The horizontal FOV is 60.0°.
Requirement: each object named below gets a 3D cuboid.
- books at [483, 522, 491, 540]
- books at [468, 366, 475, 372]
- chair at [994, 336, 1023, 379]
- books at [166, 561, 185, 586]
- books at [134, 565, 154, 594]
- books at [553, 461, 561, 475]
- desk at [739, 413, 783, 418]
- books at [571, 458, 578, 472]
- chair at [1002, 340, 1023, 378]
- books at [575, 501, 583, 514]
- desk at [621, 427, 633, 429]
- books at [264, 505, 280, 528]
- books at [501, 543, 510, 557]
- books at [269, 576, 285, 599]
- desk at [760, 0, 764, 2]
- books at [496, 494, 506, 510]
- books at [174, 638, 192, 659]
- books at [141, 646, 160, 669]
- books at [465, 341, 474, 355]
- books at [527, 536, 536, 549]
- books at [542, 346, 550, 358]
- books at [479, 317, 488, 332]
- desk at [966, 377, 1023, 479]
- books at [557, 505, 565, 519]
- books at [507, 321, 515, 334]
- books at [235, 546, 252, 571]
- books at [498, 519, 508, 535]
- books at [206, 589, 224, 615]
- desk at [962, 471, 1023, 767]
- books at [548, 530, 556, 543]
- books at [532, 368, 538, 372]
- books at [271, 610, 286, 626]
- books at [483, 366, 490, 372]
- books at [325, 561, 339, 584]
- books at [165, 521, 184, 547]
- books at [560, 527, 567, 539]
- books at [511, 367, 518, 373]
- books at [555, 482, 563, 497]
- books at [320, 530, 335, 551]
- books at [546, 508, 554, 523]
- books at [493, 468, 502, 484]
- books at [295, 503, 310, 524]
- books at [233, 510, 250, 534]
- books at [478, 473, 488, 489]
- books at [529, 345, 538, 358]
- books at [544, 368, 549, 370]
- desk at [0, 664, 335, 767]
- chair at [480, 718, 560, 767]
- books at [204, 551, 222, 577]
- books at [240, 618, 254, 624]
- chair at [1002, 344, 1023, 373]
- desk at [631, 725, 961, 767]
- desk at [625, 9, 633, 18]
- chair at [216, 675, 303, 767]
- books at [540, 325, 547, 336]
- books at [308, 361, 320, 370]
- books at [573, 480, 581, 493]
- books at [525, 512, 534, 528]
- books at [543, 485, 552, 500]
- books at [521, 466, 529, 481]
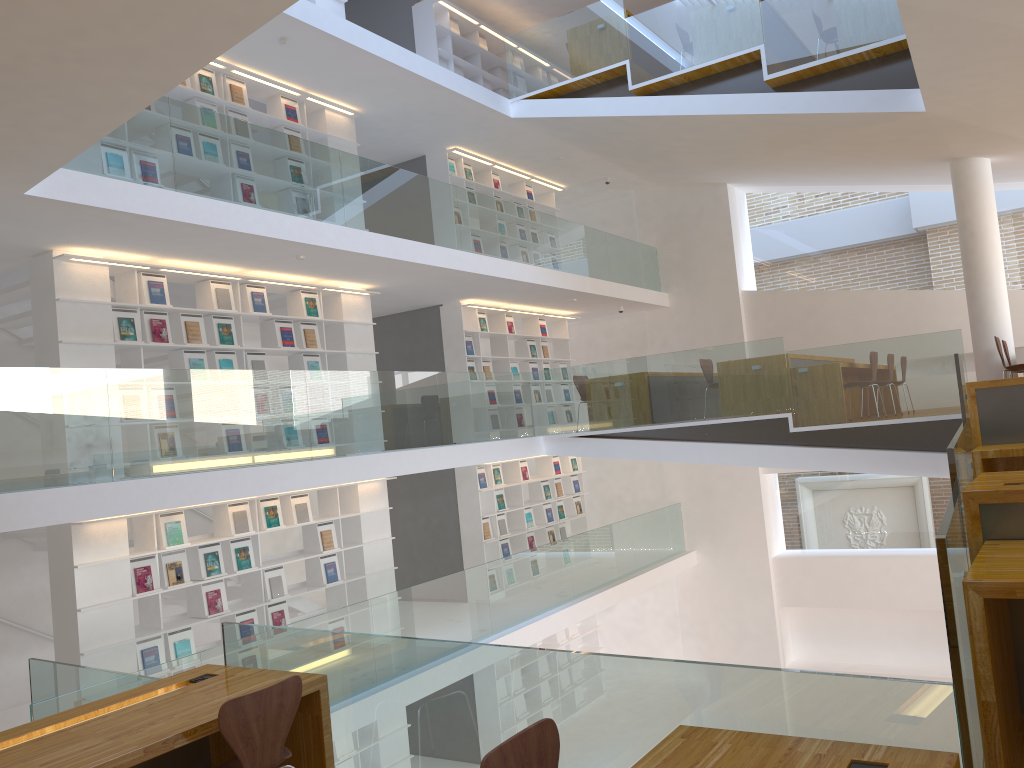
[{"bbox_3d":[-0.331,1.901,11.470,0.037,0.210,0.145,-8,-4,32],"label":"books"},{"bbox_3d":[-0.524,-0.126,11.583,0.037,0.210,0.145,-8,-4,32],"label":"books"},{"bbox_3d":[4.814,-0.128,8.373,0.381,0.693,0.428,-8,-4,32],"label":"chair"},{"bbox_3d":[-2.845,1.613,7.501,0.037,0.210,0.145,-8,-4,32],"label":"books"},{"bbox_3d":[-3.003,1.599,7.239,0.037,0.210,0.145,-8,-4,32],"label":"books"},{"bbox_3d":[0.673,1.256,13.172,0.037,0.210,0.145,-8,-4,32],"label":"books"},{"bbox_3d":[3.595,0.070,10.425,1.248,0.757,3.196,-8,-4,32],"label":"desk"},{"bbox_3d":[0.962,1.248,13.624,0.037,0.210,0.145,-8,-4,32],"label":"books"},{"bbox_3d":[5.337,-0.133,9.192,0.381,0.693,0.428,-8,-4,32],"label":"chair"},{"bbox_3d":[1.030,1.905,13.589,0.037,0.210,0.145,-8,-4,32],"label":"books"},{"bbox_3d":[2.055,0.199,11.413,0.760,0.606,3.194,-8,-4,32],"label":"desk"},{"bbox_3d":[-2.279,1.267,8.433,0.037,0.210,0.145,-8,-4,32],"label":"books"},{"bbox_3d":[-0.077,2.226,11.792,0.037,0.210,0.145,-8,-4,32],"label":"books"},{"bbox_3d":[-2.222,1.930,8.385,0.037,0.210,0.145,-8,-4,32],"label":"books"},{"bbox_3d":[3.116,-3.737,10.666,0.760,0.606,3.196,-8,-4,32],"label":"desk"},{"bbox_3d":[-0.145,1.580,11.821,0.037,0.210,0.145,-8,-4,32],"label":"books"},{"bbox_3d":[-2.764,2.263,7.468,0.037,0.210,0.145,-8,-4,32],"label":"books"},{"bbox_3d":[-2.931,2.253,7.210,0.037,0.210,0.145,-8,-4,32],"label":"books"},{"bbox_3d":[-0.553,-0.462,11.608,0.037,0.210,0.145,-8,-4,32],"label":"books"},{"bbox_3d":[0.277,2.227,12.352,0.037,0.210,0.145,-8,-4,32],"label":"books"},{"bbox_3d":[0.506,-0.470,13.268,0.037,0.210,0.145,-8,-4,32],"label":"books"},{"bbox_3d":[-0.386,-0.791,11.941,0.037,0.210,0.145,-8,-4,32],"label":"books"},{"bbox_3d":[4.417,0.319,4.992,3.216,1.022,1.248,-8,-4,32],"label":"desk"},{"bbox_3d":[0.730,1.903,13.121,0.037,0.210,0.145,-8,-4,32],"label":"books"},{"bbox_3d":[-0.014,-0.779,12.520,0.037,0.210,0.145,-8,-4,32],"label":"books"},{"bbox_3d":[-2.451,1.597,8.097,0.037,0.210,0.145,-8,-4,32],"label":"books"},{"bbox_3d":[-0.122,1.909,11.789,0.037,0.210,0.145,-8,-4,32],"label":"books"},{"bbox_3d":[-2.610,1.920,7.787,0.037,0.210,0.145,-8,-4,32],"label":"books"},{"bbox_3d":[3.038,0.603,2.352,3.243,0.785,1.527,-8,-4,32],"label":"desk"},{"bbox_3d":[0.583,2.228,12.824,0.037,0.210,0.145,-8,-4,32],"label":"books"},{"bbox_3d":[0.352,-0.134,12.953,0.037,0.210,0.145,-8,-4,32],"label":"books"},{"bbox_3d":[-2.195,2.250,8.367,0.037,0.210,0.145,-8,-4,32],"label":"books"},{"bbox_3d":[-0.329,-0.138,11.896,0.037,0.210,0.145,-8,-4,32],"label":"books"},{"bbox_3d":[-1.831,1.918,8.999,0.037,0.210,0.145,-8,-4,32],"label":"books"},{"bbox_3d":[-2.862,1.273,7.522,0.037,0.210,0.145,-8,-4,32],"label":"books"},{"bbox_3d":[0.762,2.226,13.103,0.037,0.210,0.145,-8,-4,32],"label":"books"},{"bbox_3d":[0.048,-0.138,12.484,0.037,0.210,0.145,-8,-4,32],"label":"books"},{"bbox_3d":[0.703,1.569,13.154,0.037,0.210,0.145,-8,-4,32],"label":"books"},{"bbox_3d":[-1.874,1.592,9.005,0.037,0.210,0.145,-8,-4,32],"label":"books"},{"bbox_3d":[0.549,1.905,12.839,0.037,0.210,0.145,-8,-4,32],"label":"books"},{"bbox_3d":[-0.195,1.228,11.822,0.037,0.210,0.145,-8,-4,32],"label":"books"},{"bbox_3d":[-2.068,1.285,8.760,0.037,0.210,0.145,-8,-4,32],"label":"books"},{"bbox_3d":[-2.479,1.269,8.121,0.037,0.210,0.145,-8,-4,32],"label":"books"},{"bbox_3d":[-0.381,1.263,11.518,0.037,0.210,0.145,-8,-4,32],"label":"books"},{"bbox_3d":[0.317,-0.469,12.973,0.037,0.210,0.145,-8,-4,32],"label":"books"},{"bbox_3d":[0.533,-0.136,13.235,0.037,0.210,0.145,-8,-4,32],"label":"books"},{"bbox_3d":[-2.104,1.741,2.680,1.285,0.918,3.236,-8,-4,32],"label":"desk"},{"bbox_3d":[0.192,1.294,2.328,0.381,0.693,0.428,-8,-4,32],"label":"chair"},{"bbox_3d":[-2.637,1.588,7.815,0.037,0.210,0.145,-8,-4,32],"label":"books"},{"bbox_3d":[-2.393,2.251,8.057,0.037,0.210,0.145,-8,-4,32],"label":"books"},{"bbox_3d":[5.671,-0.132,9.789,0.381,0.693,0.428,-8,-4,32],"label":"chair"},{"bbox_3d":[-0.005,1.293,1.110,0.760,0.606,3.185,-8,-4,32],"label":"desk"},{"bbox_3d":[1.847,-3.875,11.477,0.760,0.606,3.196,-8,-4,32],"label":"desk"},{"bbox_3d":[-1.016,1.465,3.296,0.381,0.693,0.428,-8,-4,32],"label":"chair"},{"bbox_3d":[0.475,-0.783,13.286,0.037,0.210,0.145,-8,-4,32],"label":"books"},{"bbox_3d":[-2.028,-0.132,9.116,0.037,0.210,0.145,-8,-4,32],"label":"books"},{"bbox_3d":[0.997,1.582,13.604,0.037,0.210,0.145,-8,-4,32],"label":"books"},{"bbox_3d":[0.246,1.901,12.370,0.037,0.210,0.145,-8,-4,32],"label":"books"},{"bbox_3d":[0.515,1.570,12.859,0.037,0.210,0.145,-8,-4,32],"label":"books"},{"bbox_3d":[0.183,1.260,12.406,0.037,0.210,0.145,-8,-4,32],"label":"books"}]
